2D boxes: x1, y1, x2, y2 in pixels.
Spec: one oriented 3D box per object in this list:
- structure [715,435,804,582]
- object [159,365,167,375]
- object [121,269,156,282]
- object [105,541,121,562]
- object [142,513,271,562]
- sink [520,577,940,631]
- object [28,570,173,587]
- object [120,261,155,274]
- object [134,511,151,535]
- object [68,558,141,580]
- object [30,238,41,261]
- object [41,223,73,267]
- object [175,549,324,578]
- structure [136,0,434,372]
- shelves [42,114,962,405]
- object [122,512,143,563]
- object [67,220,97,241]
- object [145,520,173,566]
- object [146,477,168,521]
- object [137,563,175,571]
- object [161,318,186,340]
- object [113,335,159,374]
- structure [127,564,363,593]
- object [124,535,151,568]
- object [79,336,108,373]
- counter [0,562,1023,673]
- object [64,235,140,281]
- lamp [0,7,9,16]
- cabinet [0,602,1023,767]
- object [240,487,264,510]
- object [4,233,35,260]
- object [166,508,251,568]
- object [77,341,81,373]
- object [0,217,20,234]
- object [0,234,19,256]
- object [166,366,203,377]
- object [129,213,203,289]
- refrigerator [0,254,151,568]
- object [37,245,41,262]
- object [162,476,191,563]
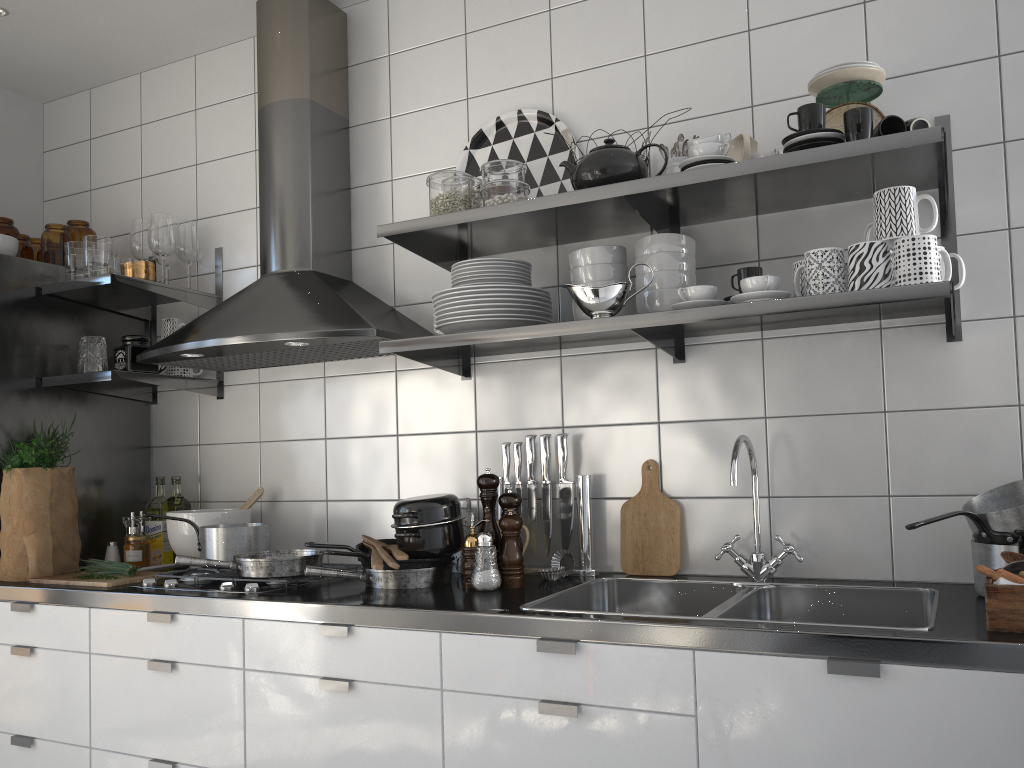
[{"bbox_3d":[0.569,0.291,2.011,0.189,0.352,0.275,-2,-4,3],"label":"structure"},{"bbox_3d":[-1.153,-0.060,2.943,0.108,0.100,0.083,-3,-4,16],"label":"object"},{"bbox_3d":[-1.162,-0.330,2.756,0.100,0.036,0.100,3,-7,-44],"label":"object"},{"bbox_3d":[-1.256,0.537,2.787,0.046,0.084,0.046,-2,-3,4],"label":"object"},{"bbox_3d":[-0.869,0.443,2.541,0.348,0.153,0.200,0,-5,-24],"label":"object"},{"bbox_3d":[0.455,0.496,1.824,0.766,0.111,0.488,-4,-6,27],"label":"sink"},{"bbox_3d":[-1.156,0.545,2.494,0.330,0.012,0.220,-4,-6,27],"label":"object"},{"bbox_3d":[-1.164,-0.351,2.757,0.100,0.048,0.100,2,-6,-40],"label":"object"},{"bbox_3d":[-1.202,0.499,2.876,0.059,0.172,0.059,-1,-3,-14],"label":"object"},{"bbox_3d":[-1.163,0.522,2.495,0.276,0.053,0.142,-6,-7,42],"label":"object"},{"bbox_3d":[-1.712,-0.426,3.200,0.113,0.186,0.113,1,-4,-34],"label":"object"},{"bbox_3d":[-1.495,-0.442,2.911,0.093,0.153,0.093,1,-5,-41],"label":"object"},{"bbox_3d":[-0.665,0.462,2.314,0.351,0.060,0.233,-2,-5,5],"label":"object"},{"bbox_3d":[-0.693,-0.625,2.578,0.869,1.090,0.473,-4,-4,27],"label":"structure"},{"bbox_3d":[-0.237,-0.280,2.360,2.542,0.511,0.427,-4,-5,27],"label":"shelves"},{"bbox_3d":[-1.203,0.493,2.811,0.059,0.172,0.059,-1,-3,-14],"label":"object"},{"bbox_3d":[-1.476,-0.454,3.017,0.097,0.194,0.097,-3,-4,26],"label":"object"},{"bbox_3d":[-1.137,0.511,2.854,0.077,0.140,0.044,-3,-4,27],"label":"object"},{"bbox_3d":[-1.162,0.448,2.932,0.066,0.282,0.066,-3,-3,22],"label":"object"},{"bbox_3d":[-1.167,0.578,2.828,0.180,0.008,0.272,-4,-6,27],"label":"object"},{"bbox_3d":[-1.113,-0.164,2.924,0.083,0.100,0.109,0,-5,-29],"label":"object"},{"bbox_3d":[-1.167,-0.089,2.749,0.100,0.122,0.100,-4,-5,37],"label":"object"},{"bbox_3d":[-0.704,0.518,2.431,0.467,0.029,0.491,-4,-6,27],"label":"structure"},{"bbox_3d":[-1.163,0.522,2.751,0.078,0.101,0.078,-1,-4,-7],"label":"object"},{"bbox_3d":[-1.288,-0.086,2.727,0.086,0.119,0.086,-3,-4,23],"label":"object"},{"bbox_3d":[0.049,0.499,2.058,3.242,0.045,0.651,-4,-6,27],"label":"counter"},{"bbox_3d":[-1.299,-0.372,2.802,0.190,0.134,0.229,-3,-5,17],"label":"object"},{"bbox_3d":[-1.592,-1.163,2.738,0.064,0.030,0.064,-3,-5,19],"label":"lamp"},{"bbox_3d":[0.058,0.915,2.032,3.241,0.793,0.663,-4,-5,27],"label":"cabinet"},{"bbox_3d":[-0.885,0.441,2.759,0.221,0.232,0.081,-1,-3,-13],"label":"object"},{"bbox_3d":[-1.687,-0.427,3.015,0.113,0.154,0.113,1,-4,-35],"label":"object"},{"bbox_3d":[-0.940,0.481,2.753,0.247,0.175,0.248,0,-5,-23],"label":"object"},{"bbox_3d":[-1.337,-0.076,2.815,0.086,0.119,0.086,-4,-5,37],"label":"object"},{"bbox_3d":[-1.788,-0.458,3.095,0.117,0.236,0.118,1,-4,-38],"label":"object"},{"bbox_3d":[-1.627,-0.429,2.769,0.159,0.110,0.173,-3,-5,22],"label":"object"},{"bbox_3d":[-1.079,-0.066,2.906,0.108,0.100,0.083,-3,-4,16],"label":"object"},{"bbox_3d":[-1.153,-0.419,2.946,0.193,0.244,0.206,-3,-4,25],"label":"object"},{"bbox_3d":[-1.667,0.540,2.900,0.577,1.796,0.695,-3,-4,27],"label":"refrigerator"},{"bbox_3d":[-1.578,-0.415,3.039,0.093,0.127,0.093,2,-5,-42],"label":"object"},{"bbox_3d":[-1.092,0.442,2.890,0.089,0.281,0.082,-3,-3,27],"label":"object"}]
